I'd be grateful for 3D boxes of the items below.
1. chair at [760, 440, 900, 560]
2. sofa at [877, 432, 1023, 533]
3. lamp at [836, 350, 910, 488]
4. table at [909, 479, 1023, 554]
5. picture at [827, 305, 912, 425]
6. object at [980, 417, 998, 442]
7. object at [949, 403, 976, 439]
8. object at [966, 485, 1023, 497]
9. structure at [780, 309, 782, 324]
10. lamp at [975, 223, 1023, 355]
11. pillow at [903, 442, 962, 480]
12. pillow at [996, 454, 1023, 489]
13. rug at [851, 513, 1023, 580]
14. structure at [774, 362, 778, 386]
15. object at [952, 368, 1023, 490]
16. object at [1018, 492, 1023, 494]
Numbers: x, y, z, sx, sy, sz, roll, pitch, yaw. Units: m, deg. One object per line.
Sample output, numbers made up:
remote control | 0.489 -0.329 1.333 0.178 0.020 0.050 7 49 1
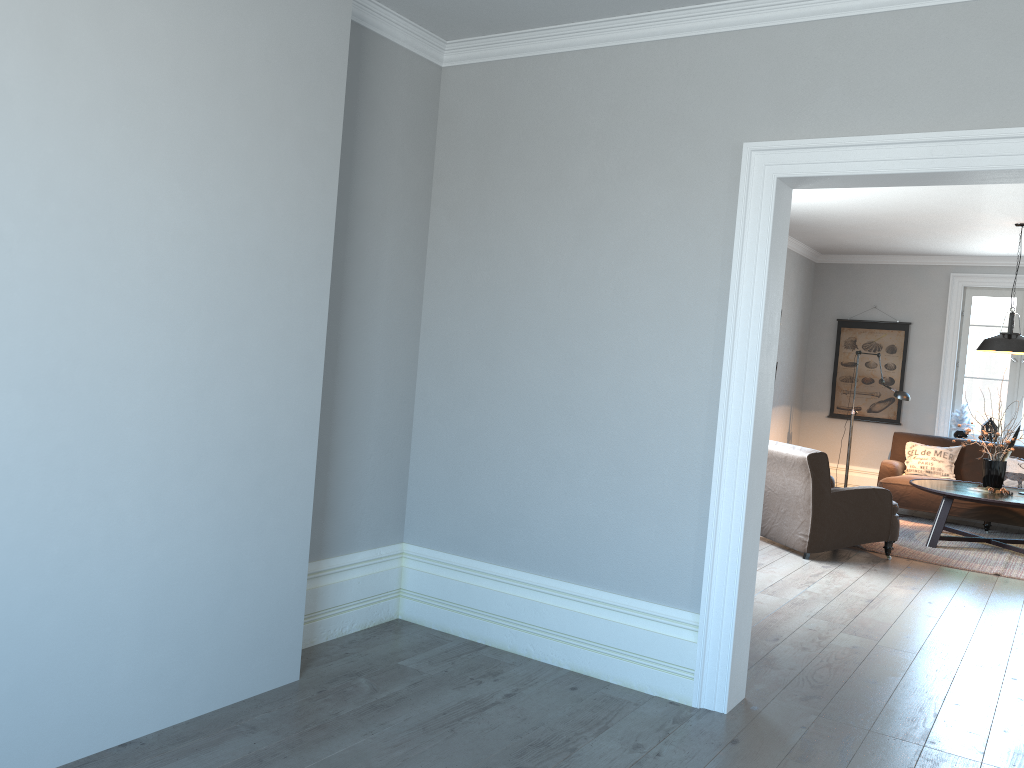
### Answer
chair | 2.436 0.884 6.882 0.970 0.795 0.807 4 2 -17
sofa | 4.715 1.003 8.504 2.165 0.824 0.968 6 2 32
lamp | 3.516 0.468 9.320 0.797 1.644 1.864 4 2 -20
table | 4.035 1.156 7.476 1.300 0.503 1.300 6 2 25
picture | 4.018 -0.232 9.970 0.793 1.313 0.057 6 2 32
object | 4.992 0.491 9.278 0.155 0.284 0.155 6 2 22
object | 4.765 0.395 9.415 0.247 0.423 0.263 4 2 -22
object | 4.022 0.882 7.382 0.153 0.067 0.404 3 3 -40
structure | 2.606 -0.563 8.908 0.105 0.416 0.468 6 2 32
lamp | 4.204 -0.796 7.413 0.504 1.075 0.504 5 2 -10
pillow | 4.227 0.776 8.948 0.519 0.368 0.240 6 2 32
pillow | 4.882 0.862 8.482 0.472 0.347 0.159 6 2 30
rug | 4.062 1.354 7.497 2.819 0.090 2.400 6 3 33
structure | 2.563 -0.030 8.947 0.086 0.416 0.468 6 2 32
object | 4.154 0.388 7.341 0.853 1.066 0.525 5 2 3
object | 4.399 0.931 7.514 0.207 0.011 0.051 5 2 -8
